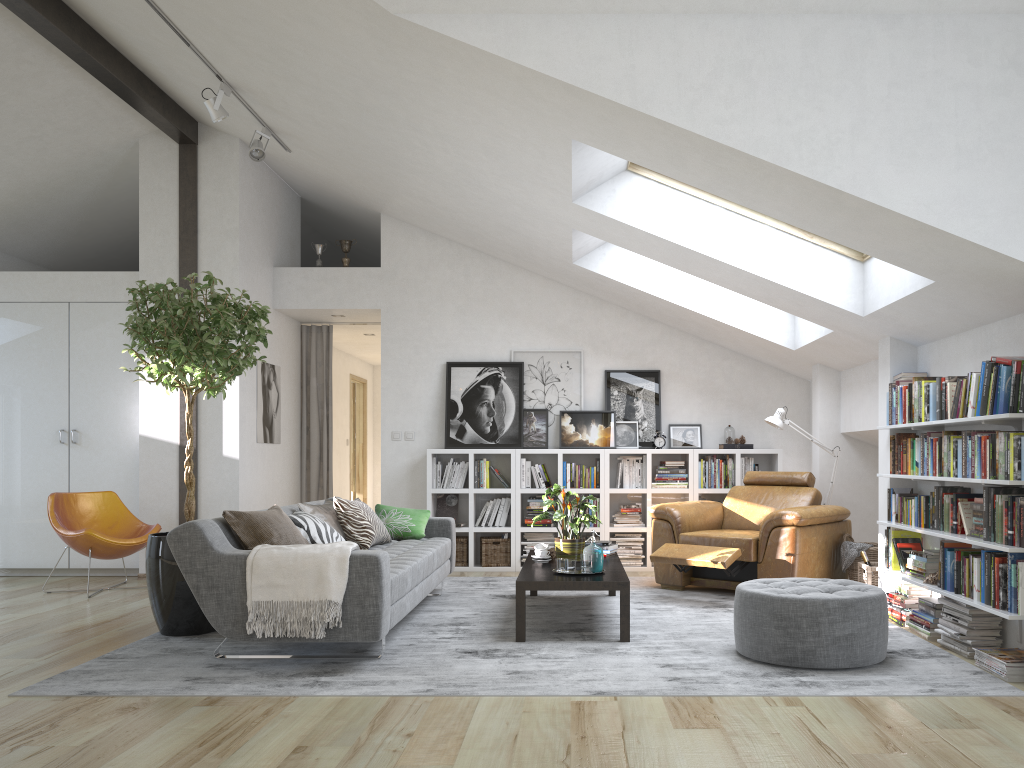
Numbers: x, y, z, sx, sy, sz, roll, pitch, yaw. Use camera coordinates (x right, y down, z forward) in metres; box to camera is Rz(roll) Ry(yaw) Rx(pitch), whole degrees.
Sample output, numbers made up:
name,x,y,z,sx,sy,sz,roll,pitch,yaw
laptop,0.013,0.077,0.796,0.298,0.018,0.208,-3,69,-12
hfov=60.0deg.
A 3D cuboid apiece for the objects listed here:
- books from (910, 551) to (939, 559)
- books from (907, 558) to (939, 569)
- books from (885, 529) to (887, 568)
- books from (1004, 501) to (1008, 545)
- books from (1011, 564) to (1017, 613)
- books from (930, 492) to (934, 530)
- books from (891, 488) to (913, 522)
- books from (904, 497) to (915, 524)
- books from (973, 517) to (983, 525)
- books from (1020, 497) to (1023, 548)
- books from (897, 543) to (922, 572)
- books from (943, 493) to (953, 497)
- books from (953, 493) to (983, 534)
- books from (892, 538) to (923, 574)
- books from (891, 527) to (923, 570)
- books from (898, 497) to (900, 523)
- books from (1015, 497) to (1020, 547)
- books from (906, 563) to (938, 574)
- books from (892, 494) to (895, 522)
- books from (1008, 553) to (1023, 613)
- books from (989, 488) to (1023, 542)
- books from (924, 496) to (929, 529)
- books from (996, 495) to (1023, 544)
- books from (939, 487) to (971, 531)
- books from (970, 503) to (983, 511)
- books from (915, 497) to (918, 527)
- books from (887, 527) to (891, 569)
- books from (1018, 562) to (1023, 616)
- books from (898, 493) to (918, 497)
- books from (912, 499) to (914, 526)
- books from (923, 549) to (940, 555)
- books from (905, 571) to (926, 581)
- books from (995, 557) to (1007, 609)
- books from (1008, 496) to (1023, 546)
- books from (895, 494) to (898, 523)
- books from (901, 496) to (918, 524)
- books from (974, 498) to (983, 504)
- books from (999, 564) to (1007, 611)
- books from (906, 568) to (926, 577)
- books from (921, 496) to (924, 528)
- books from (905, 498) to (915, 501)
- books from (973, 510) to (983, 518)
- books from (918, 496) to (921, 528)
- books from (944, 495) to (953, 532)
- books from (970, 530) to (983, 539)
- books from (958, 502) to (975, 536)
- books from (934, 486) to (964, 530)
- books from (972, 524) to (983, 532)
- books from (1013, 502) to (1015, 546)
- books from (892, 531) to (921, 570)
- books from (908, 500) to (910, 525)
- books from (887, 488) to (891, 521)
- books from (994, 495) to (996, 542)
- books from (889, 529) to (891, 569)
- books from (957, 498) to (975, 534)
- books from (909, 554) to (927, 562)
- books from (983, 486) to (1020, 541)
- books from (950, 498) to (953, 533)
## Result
name,x,y,z,sx,sy,sz,roll,pitch,yaw
books,2.339,0.957,4.973,0.126,0.019,0.246,0,-5,3
books,2.336,1.002,4.958,0.159,0.039,0.258,0,-5,3
books,2.364,1.006,5.420,0.170,0.236,0.027,0,0,0
books,2.250,0.614,3.924,0.139,0.193,0.026,0,0,0
books,2.254,0.888,3.851,0.169,0.213,0.019,0,0,0
books,2.314,0.682,4.770,0.124,0.204,0.038,0,0,0
books,2.357,0.732,5.366,0.124,0.204,0.038,0,0,0
books,2.344,0.740,5.180,0.113,0.157,0.019,0,0,0
books,2.326,0.659,4.251,0.144,0.033,0.209,0,-5,3
books,2.254,0.592,3.803,0.138,0.216,0.031,0,0,0
books,2.341,1.019,5.186,0.132,0.169,0.146,0,-2,2
books,2.328,0.671,4.656,0.128,0.201,0.025,0,0,0
books,2.318,0.658,4.507,0.147,0.203,0.033,0,0,0
books,2.346,1.010,5.222,0.164,0.196,0.170,0,-2,2
books,2.374,0.987,5.343,0.188,0.260,0.026,0,0,0
books,2.342,0.745,5.245,0.113,0.157,0.019,0,0,0
books,2.254,0.597,3.835,0.148,0.213,0.032,0,0,0
books,2.338,1.033,4.974,0.156,0.025,0.289,0,-5,3
books,2.351,0.746,5.330,0.122,0.168,0.032,0,0,0
books,2.257,0.866,3.869,0.181,0.259,0.019,0,0,0
books,2.281,0.601,4.078,0.171,0.246,0.040,0,0,0
books,2.316,0.701,4.846,0.128,0.178,0.024,0,0,0
books,2.258,0.606,3.985,0.151,0.217,0.044,0,0,0
books,2.338,0.661,4.689,0.159,0.228,0.039,0,0,0
books,2.308,0.589,4.243,0.147,0.033,0.204,0,-5,3
books,2.324,0.717,4.973,0.122,0.168,0.032,0,0,0
books,2.360,0.995,5.394,0.156,0.255,0.025,0,0,0
books,2.257,0.876,3.797,0.179,0.227,0.024,0,0,0
books,2.349,0.737,5.264,0.112,0.176,0.018,0,0,0
books,2.325,0.729,5.023,0.111,0.152,0.029,0,0,0
books,2.372,0.935,4.927,0.122,0.018,0.193,-1,-5,7
books,2.349,1.075,4.965,0.186,0.021,0.301,0,-5,3
books,2.226,0.887,3.954,0.137,0.231,0.034,0,0,1
books,2.261,0.600,3.894,0.158,0.219,0.034,0,0,0
books,2.350,0.741,5.294,0.120,0.173,0.040,0,0,0
books,2.347,0.739,5.203,0.118,0.162,0.027,0,0,0
books,2.313,0.560,4.238,0.129,0.026,0.180,0,-5,3
books,2.224,0.898,3.924,0.127,0.205,0.027,0,0,0
books,2.346,1.055,4.972,0.173,0.023,0.270,0,-5,3
books,2.317,0.707,4.896,0.112,0.176,0.018,0,0,0
books,2.335,0.741,5.163,0.096,0.151,0.016,0,0,0
books,2.314,0.623,4.240,0.135,0.036,0.185,0,-5,-2
books,2.317,0.707,4.919,0.128,0.178,0.024,0,0,0
books,2.316,0.671,4.597,0.140,0.192,0.044,0,0,0
books,2.304,0.722,4.246,0.137,0.031,0.199,0,-5,3
books,2.303,0.669,4.410,0.129,0.166,0.108,0,-1,1
books,2.327,0.662,4.730,0.141,0.233,0.043,0,0,0
books,2.306,0.691,4.248,0.127,0.031,0.203,-1,-5,8
books,2.257,0.609,3.864,0.139,0.193,0.027,0,0,0
books,2.365,0.997,5.320,0.170,0.236,0.025,0,0,0
books,2.321,0.739,5.089,0.094,0.143,0.028,0,0,0
books,2.363,0.737,5.410,0.139,0.199,0.047,0,0,0
books,2.271,0.612,4.045,0.138,0.216,0.025,0,0,0
books,2.366,1.000,5.367,0.168,0.241,0.027,0,0,0
books,2.315,0.668,4.477,0.129,0.179,0.026,0,0,0
books,2.341,0.976,4.980,0.131,0.020,0.254,0,-5,3
books,2.269,0.601,4.119,0.152,0.251,0.043,0,0,0
books,2.309,0.672,4.536,0.129,0.179,0.026,0,0,0
